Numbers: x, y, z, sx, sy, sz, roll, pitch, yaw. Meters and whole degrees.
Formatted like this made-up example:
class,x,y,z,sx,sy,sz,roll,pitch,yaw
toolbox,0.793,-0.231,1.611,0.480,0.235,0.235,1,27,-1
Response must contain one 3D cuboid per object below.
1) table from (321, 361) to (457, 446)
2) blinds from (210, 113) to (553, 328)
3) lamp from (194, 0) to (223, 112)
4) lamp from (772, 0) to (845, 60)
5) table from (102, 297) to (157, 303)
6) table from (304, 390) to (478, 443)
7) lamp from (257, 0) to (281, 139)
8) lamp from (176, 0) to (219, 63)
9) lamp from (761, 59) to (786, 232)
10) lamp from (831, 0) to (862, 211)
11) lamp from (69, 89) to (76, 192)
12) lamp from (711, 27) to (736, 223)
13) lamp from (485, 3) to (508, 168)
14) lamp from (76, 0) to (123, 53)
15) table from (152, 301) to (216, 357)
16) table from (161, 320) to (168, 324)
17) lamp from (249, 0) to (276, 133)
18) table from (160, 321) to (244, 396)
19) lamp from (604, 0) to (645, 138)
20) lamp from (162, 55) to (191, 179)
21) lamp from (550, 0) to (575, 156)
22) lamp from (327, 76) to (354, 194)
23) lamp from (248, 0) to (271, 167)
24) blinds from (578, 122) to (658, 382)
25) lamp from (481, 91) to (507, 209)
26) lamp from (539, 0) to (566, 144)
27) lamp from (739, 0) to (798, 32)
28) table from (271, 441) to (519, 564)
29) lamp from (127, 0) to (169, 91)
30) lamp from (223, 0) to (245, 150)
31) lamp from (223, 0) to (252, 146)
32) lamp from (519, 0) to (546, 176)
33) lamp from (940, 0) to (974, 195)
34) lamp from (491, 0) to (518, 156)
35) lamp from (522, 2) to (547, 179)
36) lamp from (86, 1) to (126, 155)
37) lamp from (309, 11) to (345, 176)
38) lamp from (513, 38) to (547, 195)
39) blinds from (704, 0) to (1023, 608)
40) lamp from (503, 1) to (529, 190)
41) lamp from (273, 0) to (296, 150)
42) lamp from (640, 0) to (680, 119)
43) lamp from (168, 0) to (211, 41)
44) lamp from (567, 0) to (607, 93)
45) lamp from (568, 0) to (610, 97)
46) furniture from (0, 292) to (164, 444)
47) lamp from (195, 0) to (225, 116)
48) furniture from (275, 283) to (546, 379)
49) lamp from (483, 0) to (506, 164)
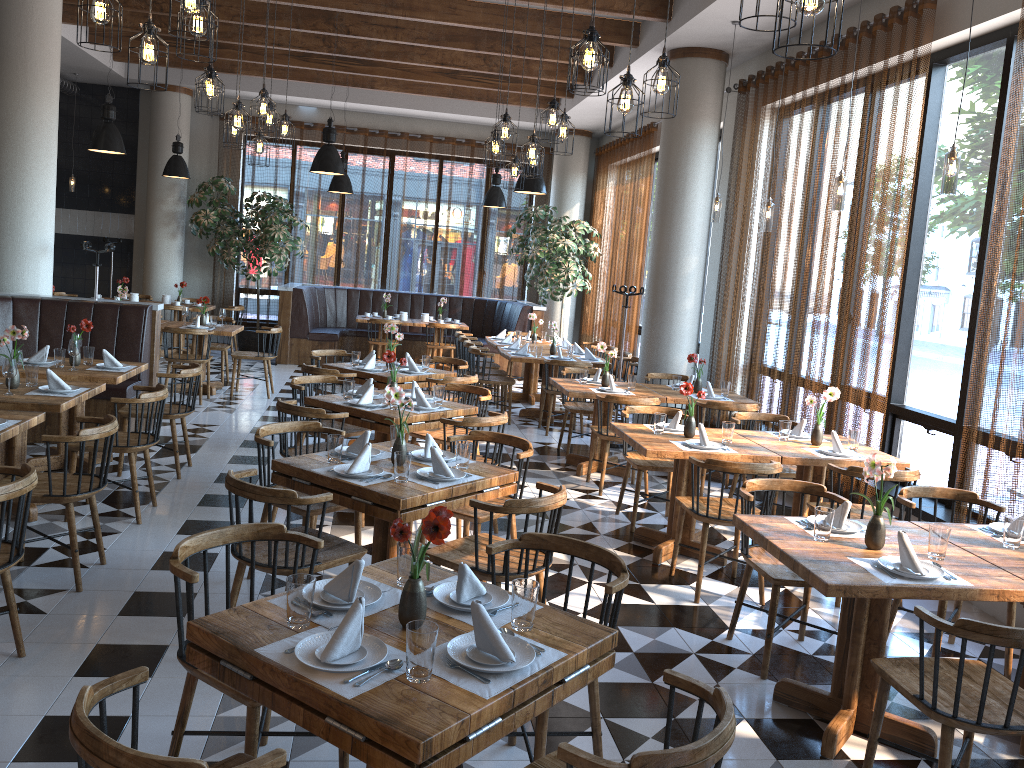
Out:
class,x,y,z,sx,sy,sz,roll,pitch,yaw
table,-1.122,0.237,7.954,0.867,0.761,0.865,10,8,36
blinds,-2.177,-2.461,14.989,5.540,3.567,0.156,4,6,-9
lamp,-2.074,-2.974,6.197,0.175,2.062,0.176,1,7,-38
lamp,0.929,-1.976,2.455,0.175,2.062,0.176,5,5,4
table,-5.754,-0.837,12.947,0.850,0.761,0.854,4,7,-9
table,-0.859,0.502,6.184,0.867,0.761,0.865,10,8,36
lamp,-2.032,-3.164,7.611,0.175,2.062,0.175,6,5,9
lamp,-1.427,-2.582,4.149,0.175,2.062,0.176,1,7,-37
lamp,2.074,-2.165,6.848,0.078,1.956,0.078,8,6,31
lamp,2.240,-2.119,5.783,0.078,1.956,0.078,5,5,-2
lamp,-6.649,-3.912,13.460,0.078,1.956,0.078,7,6,23
lamp,1.921,-2.433,7.930,0.078,1.956,0.078,1,6,-33
lamp,-0.071,-2.983,7.915,0.175,2.062,0.176,1,7,-34
lamp,-1.765,-2.529,3.875,0.175,2.062,0.175,8,6,31
table,-4.913,-0.784,13.079,0.850,0.761,0.854,4,7,-9
table,-4.468,-0.343,10.134,0.850,0.761,0.854,4,7,-9
lamp,-1.737,-2.867,6.360,0.175,2.062,0.175,7,6,18
table,-3.628,-0.290,10.265,0.850,0.761,0.854,4,7,-9
lamp,0.632,-2.250,4.279,0.175,2.062,0.176,3,6,-14
lamp,-4.719,-3.872,12.570,0.392,1.857,0.391,9,7,38
lamp,0.456,-2.755,6.571,0.175,2.062,0.176,5,5,-1
lamp,-2.443,-3.728,12.925,0.390,1.857,0.392,4,6,-6
lamp,-2.180,-2.973,7.824,0.175,2.062,0.175,6,5,9
blinds,1.534,-1.946,13.508,0.155,3.567,3.214,4,7,-9
lamp,-0.192,-3.587,13.275,0.390,1.857,0.392,5,6,4
lamp,0.371,-2.793,6.378,0.175,2.062,0.175,6,5,10
lamp,0.879,-2.139,2.654,0.175,2.062,0.176,2,6,-30
table,-0.588,0.775,4.354,0.867,0.761,0.865,10,8,36
lamp,-1.620,-2.408,4.045,0.175,2.062,0.176,2,6,-26
lamp,-2.386,-3.115,7.769,0.175,2.062,0.176,2,6,-24
lamp,-1.866,-2.722,6.184,0.175,2.062,0.176,1,7,-38
lamp,0.227,-2.602,6.593,0.175,2.062,0.175,6,5,10
lamp,2.412,-1.983,4.641,0.078,1.956,0.078,3,6,-19
lamp,0.020,-2.744,6.543,0.175,2.062,0.176,3,6,-23
lamp,0.272,-2.947,8.182,0.175,2.062,0.175,8,6,33
lamp,-4.242,-3.391,9.356,0.390,1.857,0.392,1,6,-31
lamp,-1.966,-3.248,9.709,0.390,1.857,0.392,3,6,-21
lamp,0.284,-3.106,10.060,0.390,1.857,0.392,1,6,-31
blinds,2.704,-0.762,5.584,0.160,3.565,7.302,4,7,-9
lamp,0.098,-2.811,8.044,0.175,2.062,0.176,3,6,-23
lamp,-1.951,-3.127,7.806,0.175,2.062,0.176,5,5,-2
lamp,0.826,-2.381,4.392,0.175,2.062,0.175,10,7,42
lamp,-1.386,-2.607,3.940,0.175,2.062,0.176,2,6,-26
lamp,0.458,-2.512,4.382,0.175,2.062,0.176,3,6,-14
lamp,0.449,-2.428,4.179,0.175,2.062,0.176,2,6,-25
furniture,-3.713,0.255,4.810,1.916,1.145,6.621,4,8,-9
lamp,-1.999,-2.885,6.012,0.175,2.062,0.175,9,7,40
furniture,-1.647,-0.880,14.369,4.036,1.146,1.927,4,7,-9
lamp,-0.093,-3.070,8.116,0.175,2.062,0.176,3,6,-23
